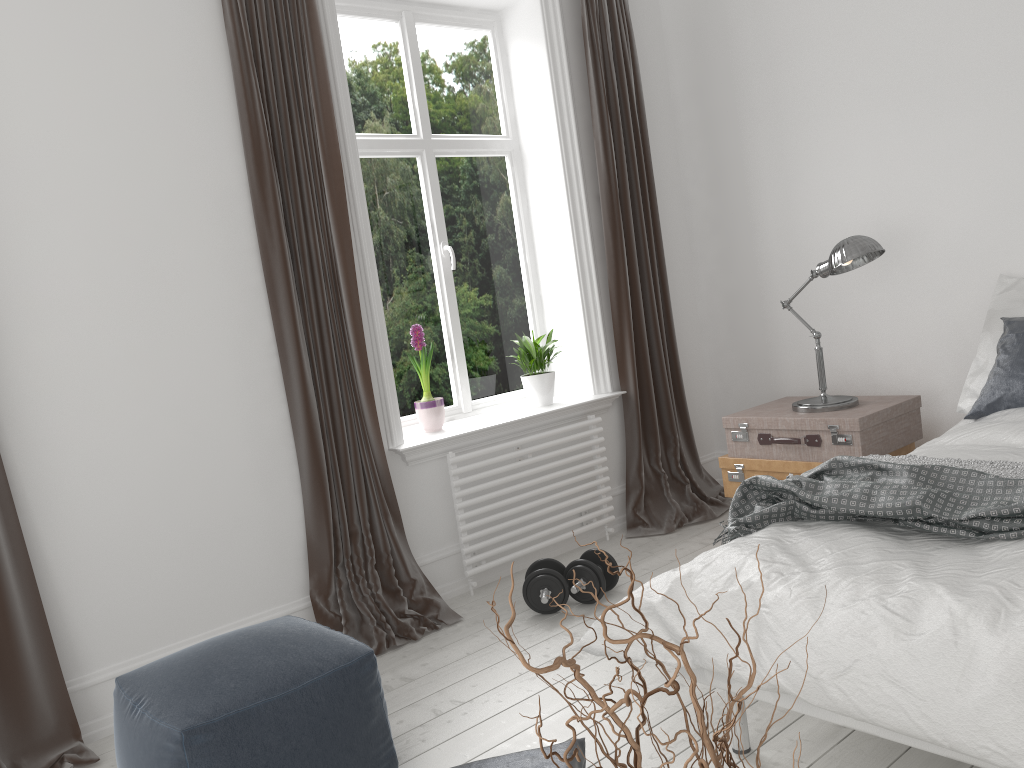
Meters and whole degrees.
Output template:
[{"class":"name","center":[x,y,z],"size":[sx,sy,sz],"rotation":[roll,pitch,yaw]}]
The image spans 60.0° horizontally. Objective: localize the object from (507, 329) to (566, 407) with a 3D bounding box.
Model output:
[{"class":"object","center":[0.118,-0.082,4.234],"size":[0.284,0.369,0.215],"rotation":[-5,6,29]}]

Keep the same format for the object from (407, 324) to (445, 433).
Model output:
[{"class":"object","center":[-0.379,-0.028,3.874],"size":[0.129,0.476,0.129],"rotation":[-7,5,11]}]

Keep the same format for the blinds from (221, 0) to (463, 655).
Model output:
[{"class":"blinds","center":[-0.667,-0.364,3.225],"size":[0.582,2.681,0.294],"rotation":[-12,6,-32]}]

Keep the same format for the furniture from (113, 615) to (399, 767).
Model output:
[{"class":"furniture","center":[-0.679,0.876,2.319],"size":[0.646,0.423,0.646],"rotation":[-12,7,-38]}]

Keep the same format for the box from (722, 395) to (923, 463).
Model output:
[{"class":"box","center":[1.329,0.190,3.829],"size":[0.537,0.185,0.647],"rotation":[-13,7,-39]}]

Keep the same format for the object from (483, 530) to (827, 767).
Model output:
[{"class":"object","center":[0.164,0.451,0.836],"size":[0.291,0.666,0.313],"rotation":[-7,5,13]}]

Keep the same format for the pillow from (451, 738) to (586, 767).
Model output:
[{"class":"pillow","center":[0.027,0.946,2.020],"size":[0.391,0.121,0.381],"rotation":[-9,5,-9]}]

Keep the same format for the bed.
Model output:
[{"class":"bed","center":[1.745,0.285,2.140],"size":[2.473,0.926,2.217],"rotation":[-13,7,-39]}]

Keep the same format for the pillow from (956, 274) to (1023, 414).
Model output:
[{"class":"pillow","center":[2.429,-0.163,2.691],"size":[0.465,0.529,1.965],"rotation":[-13,7,-40]}]

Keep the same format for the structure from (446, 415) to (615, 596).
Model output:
[{"class":"structure","center":[0.095,0.540,3.963],"size":[0.887,0.670,0.114],"rotation":[-13,7,-39]}]

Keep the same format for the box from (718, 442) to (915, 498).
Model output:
[{"class":"box","center":[1.325,0.371,3.882],"size":[0.537,0.185,0.647],"rotation":[-13,7,-39]}]

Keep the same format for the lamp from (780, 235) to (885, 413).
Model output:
[{"class":"lamp","center":[1.344,-0.248,3.691],"size":[0.269,0.699,0.488],"rotation":[-13,7,-39]}]

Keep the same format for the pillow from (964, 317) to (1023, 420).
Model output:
[{"class":"pillow","center":[1.986,-0.067,2.919],"size":[0.405,0.329,0.837],"rotation":[-13,7,-39]}]

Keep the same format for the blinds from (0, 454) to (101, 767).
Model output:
[{"class":"blinds","center":[-1.715,-0.125,2.295],"size":[0.769,2.680,0.318],"rotation":[-13,7,-44]}]

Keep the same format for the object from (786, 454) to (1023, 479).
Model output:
[{"class":"object","center":[1.547,0.445,1.988],"size":[0.521,0.500,2.236],"rotation":[-12,7,-36]}]

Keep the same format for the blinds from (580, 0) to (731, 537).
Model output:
[{"class":"blinds","center":[0.673,-0.660,4.293],"size":[0.327,2.680,0.779],"rotation":[-3,8,45]}]

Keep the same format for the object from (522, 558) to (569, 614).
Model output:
[{"class":"object","center":[0.134,0.780,3.426],"size":[0.179,0.179,0.326],"rotation":[-8,5,6]}]

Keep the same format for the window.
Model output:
[{"class":"window","center":[-0.336,-0.784,4.123],"size":[1.112,1.956,0.120],"rotation":[-13,7,-39]}]

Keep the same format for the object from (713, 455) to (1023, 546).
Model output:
[{"class":"object","center":[1.263,0.405,1.729],"size":[0.536,0.377,2.154],"rotation":[-12,7,-37]}]

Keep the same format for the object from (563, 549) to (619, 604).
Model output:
[{"class":"object","center":[0.311,0.750,3.465],"size":[0.179,0.179,0.326],"rotation":[-5,6,31]}]
